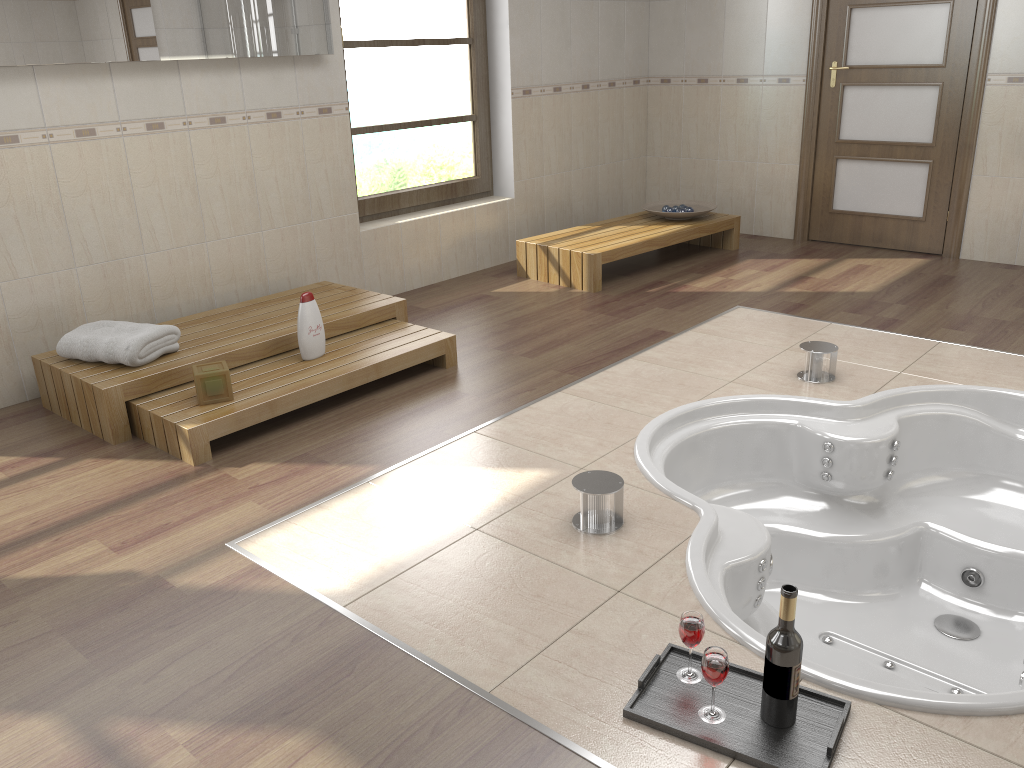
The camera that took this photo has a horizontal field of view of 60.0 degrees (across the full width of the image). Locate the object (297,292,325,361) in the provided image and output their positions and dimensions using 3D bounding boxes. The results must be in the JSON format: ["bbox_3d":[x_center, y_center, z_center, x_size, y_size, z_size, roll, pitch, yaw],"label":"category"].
[{"bbox_3d":[-0.819,-0.238,3.600,0.063,0.276,0.134,12,25,32],"label":"object"}]

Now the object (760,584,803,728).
[{"bbox_3d":[0.538,0.535,1.756,0.070,0.307,0.070,1,21,8],"label":"object"}]

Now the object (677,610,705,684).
[{"bbox_3d":[0.385,0.565,1.907,0.055,0.153,0.055,12,25,32],"label":"object"}]

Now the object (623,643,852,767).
[{"bbox_3d":[0.465,0.663,1.829,0.400,0.040,0.250,11,24,30],"label":"object"}]

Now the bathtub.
[{"bbox_3d":[1.319,0.642,2.750,1.751,0.674,1.754,-3,21,-3],"label":"bathtub"}]

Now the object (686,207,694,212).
[{"bbox_3d":[1.153,-1.124,5.770,0.060,0.060,0.060,15,27,38],"label":"object"}]

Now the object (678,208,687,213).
[{"bbox_3d":[1.103,-1.106,5.735,0.060,0.060,0.060,15,27,38],"label":"object"}]

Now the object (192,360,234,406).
[{"bbox_3d":[-1.089,-0.004,3.229,0.120,0.120,0.120,-11,22,-21],"label":"object"}]

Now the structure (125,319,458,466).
[{"bbox_3d":[-0.898,-0.031,3.647,0.620,0.140,1.280,16,27,39],"label":"structure"}]

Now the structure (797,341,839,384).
[{"bbox_3d":[1.241,-0.089,3.604,0.150,0.131,0.150,1,21,7],"label":"structure"}]

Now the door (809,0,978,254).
[{"bbox_3d":[2.315,-1.843,5.420,0.861,2.026,0.102,14,26,37],"label":"door"}]

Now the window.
[{"bbox_3d":[-0.562,-1.982,4.982,0.117,1.934,1.188,16,27,39],"label":"window"}]

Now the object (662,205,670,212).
[{"bbox_3d":[1.019,-1.151,5.854,0.060,0.060,0.060,15,27,38],"label":"object"}]

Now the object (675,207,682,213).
[{"bbox_3d":[1.093,-1.126,5.791,0.060,0.060,0.060,15,27,38],"label":"object"}]

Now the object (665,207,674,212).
[{"bbox_3d":[1.031,-1.127,5.796,0.060,0.060,0.060,15,27,38],"label":"object"}]

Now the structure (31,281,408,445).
[{"bbox_3d":[-1.202,-0.152,3.881,0.620,0.220,1.450,16,27,39],"label":"structure"}]

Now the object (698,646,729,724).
[{"bbox_3d":[0.408,0.608,1.793,0.055,0.153,0.055,12,25,32],"label":"object"}]

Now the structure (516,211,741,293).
[{"bbox_3d":[0.766,-0.880,5.606,1.450,0.220,0.620,-20,27,-39],"label":"structure"}]

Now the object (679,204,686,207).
[{"bbox_3d":[1.132,-1.163,5.887,0.060,0.060,0.060,15,27,38],"label":"object"}]

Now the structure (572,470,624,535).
[{"bbox_3d":[0.248,0.342,2.566,0.150,0.131,0.150,-21,28,-40],"label":"structure"}]

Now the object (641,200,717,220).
[{"bbox_3d":[1.094,-1.129,5.816,0.487,0.076,0.487,-3,21,-1],"label":"object"}]

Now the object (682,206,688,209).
[{"bbox_3d":[1.140,-1.142,5.829,0.060,0.060,0.060,15,27,38],"label":"object"}]

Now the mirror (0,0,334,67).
[{"bbox_3d":[-1.609,-1.578,3.474,0.005,0.600,2.200,16,27,39],"label":"mirror"}]

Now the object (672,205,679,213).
[{"bbox_3d":[1.082,-1.149,5.853,0.060,0.060,0.060,15,27,38],"label":"object"}]

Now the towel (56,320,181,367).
[{"bbox_3d":[-1.545,-0.167,3.477,0.399,0.119,0.280,6,22,20],"label":"towel"}]
